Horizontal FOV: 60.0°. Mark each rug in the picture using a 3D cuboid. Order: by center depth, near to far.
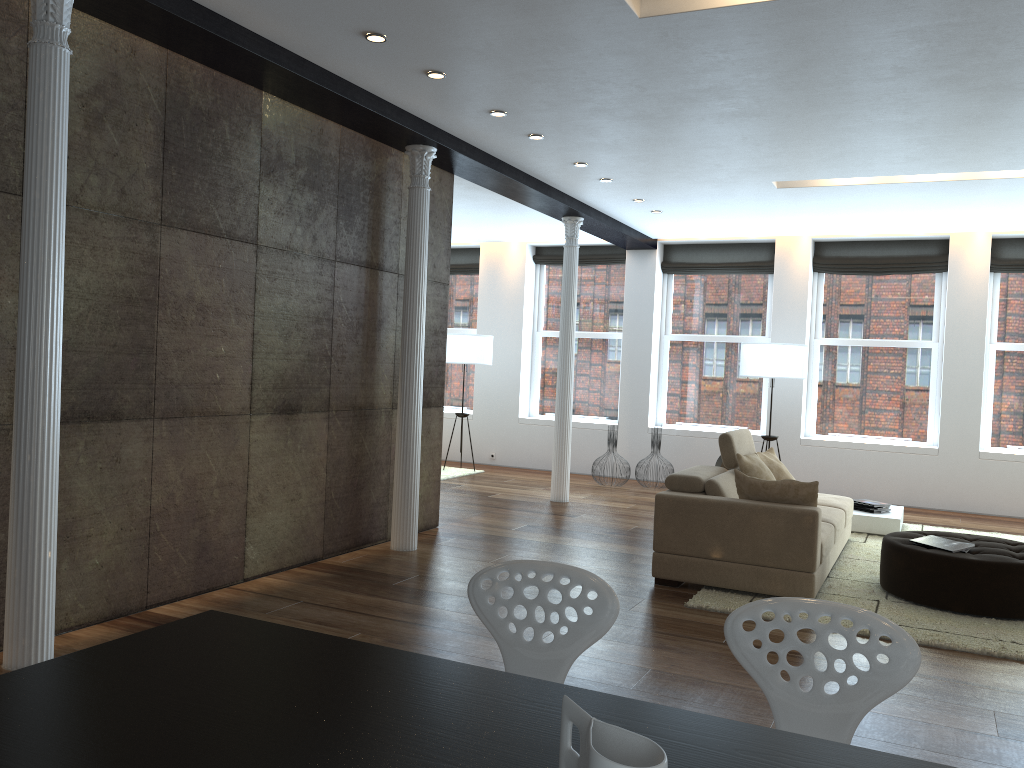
[{"bbox_3d":[3.265,1.374,6.450,2.972,0.020,4.231,3,1,26],"label":"rug"},{"bbox_3d":[-2.898,1.004,10.816,4.231,0.020,2.972,3,1,26],"label":"rug"}]

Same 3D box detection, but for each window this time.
[{"bbox_3d":[5.863,-0.360,9.485,1.443,2.400,0.123,3,1,26],"label":"window"},{"bbox_3d":[4.204,-0.452,10.280,1.442,2.400,0.123,3,1,26],"label":"window"},{"bbox_3d":[2.549,-0.544,11.072,1.432,2.400,0.123,3,1,26],"label":"window"},{"bbox_3d":[0.917,-0.634,11.853,1.391,2.400,0.123,3,1,26],"label":"window"},{"bbox_3d":[-0.946,-0.738,12.745,1.345,2.400,0.123,3,1,26],"label":"window"}]

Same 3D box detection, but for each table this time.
[{"bbox_3d":[0.520,1.000,0.904,3.400,0.733,1.200,3,1,26],"label":"table"},{"bbox_3d":[3.155,1.237,8.295,0.900,0.170,0.900,3,1,26],"label":"table"}]

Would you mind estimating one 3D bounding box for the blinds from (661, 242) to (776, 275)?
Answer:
[{"bbox_3d":[2.562,-1.557,10.981,1.431,0.395,0.183,3,1,26],"label":"blinds"}]

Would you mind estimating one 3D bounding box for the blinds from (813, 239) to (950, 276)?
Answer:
[{"bbox_3d":[4.225,-1.459,10.202,1.439,0.424,0.156,3,1,26],"label":"blinds"}]

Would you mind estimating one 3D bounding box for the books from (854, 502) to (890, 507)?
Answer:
[{"bbox_3d":[3.270,1.098,8.139,0.220,0.010,0.300,2,1,-29],"label":"books"}]

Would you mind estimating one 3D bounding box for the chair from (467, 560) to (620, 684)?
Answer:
[{"bbox_3d":[-0.030,0.898,2.159,0.495,0.835,0.581,3,1,26],"label":"chair"}]

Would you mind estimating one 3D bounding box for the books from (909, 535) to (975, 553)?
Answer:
[{"bbox_3d":[2.674,0.994,5.519,0.220,0.040,0.301,2,1,-30],"label":"books"}]

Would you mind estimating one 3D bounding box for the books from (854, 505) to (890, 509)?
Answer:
[{"bbox_3d":[3.269,1.117,8.140,0.220,0.010,0.300,2,1,-39],"label":"books"}]

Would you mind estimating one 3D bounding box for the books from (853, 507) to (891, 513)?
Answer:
[{"bbox_3d":[3.290,1.147,8.153,0.220,0.010,0.300,1,2,-44],"label":"books"}]

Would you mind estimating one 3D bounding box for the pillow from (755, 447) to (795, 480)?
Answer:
[{"bbox_3d":[2.082,0.725,6.951,0.368,0.416,0.519,3,1,30],"label":"pillow"}]

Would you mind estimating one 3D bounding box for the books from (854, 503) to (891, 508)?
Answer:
[{"bbox_3d":[3.292,1.108,8.152,0.300,0.010,0.220,4,2,41],"label":"books"}]

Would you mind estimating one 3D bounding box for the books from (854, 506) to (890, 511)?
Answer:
[{"bbox_3d":[3.269,1.136,8.140,0.220,0.010,0.300,2,1,-29],"label":"books"}]

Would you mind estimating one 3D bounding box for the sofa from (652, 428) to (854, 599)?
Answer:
[{"bbox_3d":[1.917,0.844,6.619,1.021,0.950,2.581,3,1,26],"label":"sofa"}]

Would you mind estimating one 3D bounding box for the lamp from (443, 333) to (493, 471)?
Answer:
[{"bbox_3d":[-0.622,0.241,11.215,0.698,1.728,0.698,2,2,-41],"label":"lamp"}]

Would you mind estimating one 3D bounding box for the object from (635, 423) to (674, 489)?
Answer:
[{"bbox_3d":[1.693,0.841,10.461,0.458,0.781,0.458,3,1,25],"label":"object"}]

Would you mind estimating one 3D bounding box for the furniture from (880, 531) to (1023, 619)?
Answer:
[{"bbox_3d":[2.914,1.188,5.641,1.057,0.355,1.057,3,1,27],"label":"furniture"}]

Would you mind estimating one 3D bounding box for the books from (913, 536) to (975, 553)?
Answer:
[{"bbox_3d":[2.696,1.002,5.532,0.300,0.031,0.219,4,2,41],"label":"books"}]

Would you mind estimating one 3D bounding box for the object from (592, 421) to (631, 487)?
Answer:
[{"bbox_3d":[1.179,0.817,10.466,0.458,0.781,0.458,3,1,25],"label":"object"}]

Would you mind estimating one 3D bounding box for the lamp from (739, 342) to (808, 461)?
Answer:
[{"bbox_3d":[2.791,0.432,9.581,0.698,1.728,0.698,2,2,-41],"label":"lamp"}]

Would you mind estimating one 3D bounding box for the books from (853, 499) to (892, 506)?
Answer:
[{"bbox_3d":[3.293,1.089,8.151,0.220,0.010,0.300,2,1,-24],"label":"books"}]

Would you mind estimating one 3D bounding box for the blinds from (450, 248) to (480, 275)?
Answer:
[{"bbox_3d":[-0.926,-1.752,12.669,1.342,0.393,0.156,3,1,26],"label":"blinds"}]

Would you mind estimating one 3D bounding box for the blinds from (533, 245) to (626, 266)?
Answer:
[{"bbox_3d":[0.939,-1.707,11.776,1.396,0.275,0.156,3,1,26],"label":"blinds"}]

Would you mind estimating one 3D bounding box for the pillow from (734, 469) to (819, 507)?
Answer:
[{"bbox_3d":[1.686,0.746,5.605,0.518,0.393,0.395,3,1,29],"label":"pillow"}]

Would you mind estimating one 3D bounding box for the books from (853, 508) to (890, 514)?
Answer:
[{"bbox_3d":[3.268,1.156,8.140,0.220,0.010,0.300,2,1,-29],"label":"books"}]

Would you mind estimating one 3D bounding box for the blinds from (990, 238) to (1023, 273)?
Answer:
[{"bbox_3d":[5.883,-1.374,9.408,1.442,0.393,0.156,3,1,26],"label":"blinds"}]

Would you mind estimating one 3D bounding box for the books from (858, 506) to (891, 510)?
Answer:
[{"bbox_3d":[3.291,1.128,8.152,0.220,0.010,0.300,2,1,-14],"label":"books"}]

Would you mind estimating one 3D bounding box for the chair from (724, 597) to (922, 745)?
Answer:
[{"bbox_3d":[0.605,0.933,1.877,0.495,0.835,0.581,3,1,26],"label":"chair"}]

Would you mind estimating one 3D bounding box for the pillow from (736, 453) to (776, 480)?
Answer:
[{"bbox_3d":[1.801,0.713,6.393,0.301,0.439,0.534,3,1,29],"label":"pillow"}]
